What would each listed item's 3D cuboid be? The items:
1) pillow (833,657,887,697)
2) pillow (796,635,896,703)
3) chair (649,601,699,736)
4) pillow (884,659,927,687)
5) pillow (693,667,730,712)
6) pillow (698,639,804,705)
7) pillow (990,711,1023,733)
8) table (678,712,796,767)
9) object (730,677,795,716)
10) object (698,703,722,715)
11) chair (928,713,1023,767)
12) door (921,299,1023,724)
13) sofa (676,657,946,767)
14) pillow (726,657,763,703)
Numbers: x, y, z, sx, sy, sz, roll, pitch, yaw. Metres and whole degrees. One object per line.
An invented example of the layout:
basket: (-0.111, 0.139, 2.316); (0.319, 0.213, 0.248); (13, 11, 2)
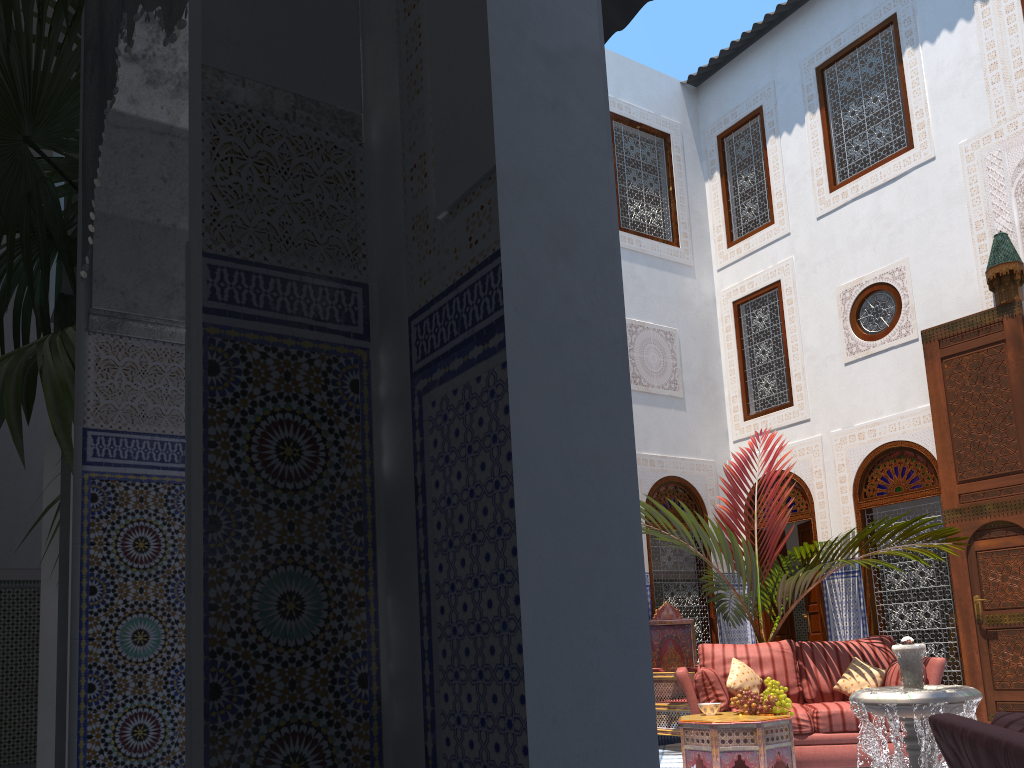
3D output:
pillow: (1.899, 1.609, 4.778); (0.147, 0.230, 0.273); (4, -15, -32)
pillow: (1.930, 1.632, 4.997); (0.562, 0.366, 0.329); (-6, -13, 11)
chair: (1.239, 1.981, 5.874); (0.487, 1.054, 0.515); (4, -12, -34)
pillow: (2.068, 1.569, 4.615); (0.188, 0.236, 0.408); (-6, -15, 11)
pillow: (1.090, 1.682, 4.798); (0.188, 0.246, 0.391); (-6, -15, 11)
pillow: (1.378, 1.695, 5.098); (0.583, 0.382, 0.299); (-6, -12, 11)
pillow: (0.908, 0.658, 1.419); (0.188, 0.236, 0.408); (-6, -15, 11)
table: (1.100, 1.790, 4.291); (0.541, 0.315, 0.552); (7, -18, -33)
object: (1.237, 1.571, 4.333); (0.310, 0.233, 0.220); (-13, -16, 36)
object: (1.004, 1.648, 4.438); (0.118, 0.056, 0.122); (-4, -16, 3)
chair: (1.101, 0.722, 1.172); (0.814, 0.528, 0.748); (-6, -14, 10)
door: (2.809, 0.806, 5.060); (0.124, 2.456, 0.594); (4, -11, -38)
sofa: (1.624, 1.821, 4.868); (1.364, 0.528, 0.753); (-6, -14, 11)
pillow: (1.289, 1.652, 4.857); (0.305, 0.267, 0.136); (6, -13, -33)
